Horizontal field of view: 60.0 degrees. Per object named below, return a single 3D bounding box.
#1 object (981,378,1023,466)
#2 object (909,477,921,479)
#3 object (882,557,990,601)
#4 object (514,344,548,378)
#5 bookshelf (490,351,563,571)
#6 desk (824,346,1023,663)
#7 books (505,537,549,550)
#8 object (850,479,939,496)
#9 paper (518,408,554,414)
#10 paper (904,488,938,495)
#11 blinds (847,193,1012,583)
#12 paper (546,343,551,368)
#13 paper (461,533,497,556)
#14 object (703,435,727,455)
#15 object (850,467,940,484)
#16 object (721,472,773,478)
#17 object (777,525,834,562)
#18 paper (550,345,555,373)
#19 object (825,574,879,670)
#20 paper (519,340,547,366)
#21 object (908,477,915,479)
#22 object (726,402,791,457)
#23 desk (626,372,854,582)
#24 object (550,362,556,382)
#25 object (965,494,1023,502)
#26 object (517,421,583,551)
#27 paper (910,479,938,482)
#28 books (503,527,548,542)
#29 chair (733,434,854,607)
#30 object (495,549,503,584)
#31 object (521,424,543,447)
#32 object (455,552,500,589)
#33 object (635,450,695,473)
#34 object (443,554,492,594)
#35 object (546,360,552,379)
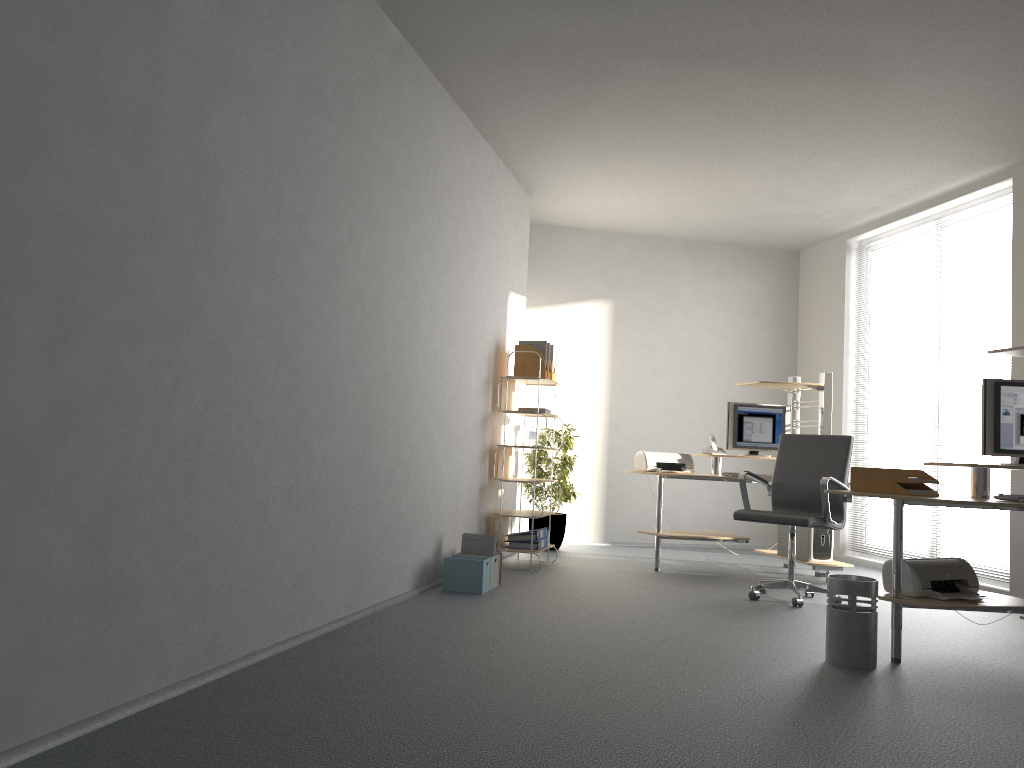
[{"bbox_3d":[2.554,0.198,4.363,0.516,0.418,0.245,2,-4,10],"label":"object"},{"bbox_3d":[1.835,0.430,4.041,0.008,0.009,0.159,-1,-6,41],"label":"object"},{"bbox_3d":[1.973,0.885,4.038,0.438,0.162,0.351,5,-5,-28],"label":"object"},{"bbox_3d":[0.147,-0.160,6.655,0.243,0.259,0.113,2,-4,13],"label":"object"},{"bbox_3d":[0.129,0.569,6.664,0.381,1.572,0.724,2,-4,15],"label":"bookshelf"},{"bbox_3d":[2.323,0.479,3.994,1.469,1.566,0.967,4,-4,-12],"label":"desk"},{"bbox_3d":[0.109,1.176,6.603,0.262,0.072,0.320,2,-4,16],"label":"books"},{"bbox_3d":[1.777,0.481,4.124,0.225,0.060,0.309,6,-5,-33],"label":"object"},{"bbox_3d":[0.184,0.212,6.780,0.213,0.046,0.297,2,-4,15],"label":"paper"},{"bbox_3d":[1.777,0.493,4.122,0.210,0.019,0.297,6,-5,-33],"label":"paper"},{"bbox_3d":[3.305,0.062,7.118,0.037,2.749,1.950,4,-4,-12],"label":"blinds"},{"bbox_3d":[0.181,-0.168,6.796,0.213,0.297,0.045,2,-4,15],"label":"paper"},{"bbox_3d":[-0.213,1.089,5.513,0.220,0.306,0.068,2,-4,14],"label":"paper"},{"bbox_3d":[1.588,0.476,6.951,0.150,0.151,0.119,5,-5,-26],"label":"object"},{"bbox_3d":[1.780,0.425,4.128,0.225,0.060,0.309,6,-5,-33],"label":"object"},{"bbox_3d":[1.780,0.723,6.830,0.478,0.082,0.814,3,-4,-5],"label":"object"},{"bbox_3d":[2.226,1.110,6.722,0.199,0.422,0.471,4,-4,-12],"label":"object"},{"bbox_3d":[0.219,-0.157,6.914,0.213,0.297,0.045,1,-4,18],"label":"paper"},{"bbox_3d":[1.471,1.029,3.839,0.208,0.377,0.208,0,-5,31],"label":"object"},{"bbox_3d":[0.151,-0.178,6.676,0.213,0.297,0.045,2,-4,13],"label":"paper"},{"bbox_3d":[1.835,0.432,4.071,0.008,0.009,0.159,0,-5,33],"label":"object"},{"bbox_3d":[1.950,0.368,7.063,0.516,0.418,0.245,3,-4,2],"label":"object"},{"bbox_3d":[1.717,0.650,6.717,1.469,1.566,0.967,4,-4,-12],"label":"desk"},{"bbox_3d":[0.214,-0.139,6.893,0.243,0.259,0.113,1,-4,18],"label":"object"},{"bbox_3d":[2.346,0.550,4.115,0.478,0.082,0.814,3,-4,-5],"label":"object"},{"bbox_3d":[0.354,0.880,7.772,0.544,1.147,0.644,2,-4,16],"label":"object"},{"bbox_3d":[1.779,0.442,4.126,0.210,0.010,0.297,6,-5,-33],"label":"paper"},{"bbox_3d":[0.102,1.121,6.610,0.263,0.100,0.320,2,-4,16],"label":"books"},{"bbox_3d":[1.774,0.829,5.584,0.584,1.048,0.652,-1,-6,43],"label":"chair"},{"bbox_3d":[-0.192,1.175,5.718,0.245,0.202,0.185,3,-4,-4],"label":"object"},{"bbox_3d":[0.157,0.389,6.664,0.077,0.161,0.192,0,-5,33],"label":"object"},{"bbox_3d":[-0.221,1.157,5.494,0.245,0.202,0.185,2,-4,14],"label":"object"},{"bbox_3d":[1.219,0.605,6.856,0.438,0.162,0.351,4,-5,-20],"label":"object"},{"bbox_3d":[-0.266,1.142,5.315,0.245,0.202,0.185,2,-4,14],"label":"object"},{"bbox_3d":[0.176,-0.150,6.775,0.243,0.259,0.113,2,-4,15],"label":"object"}]
